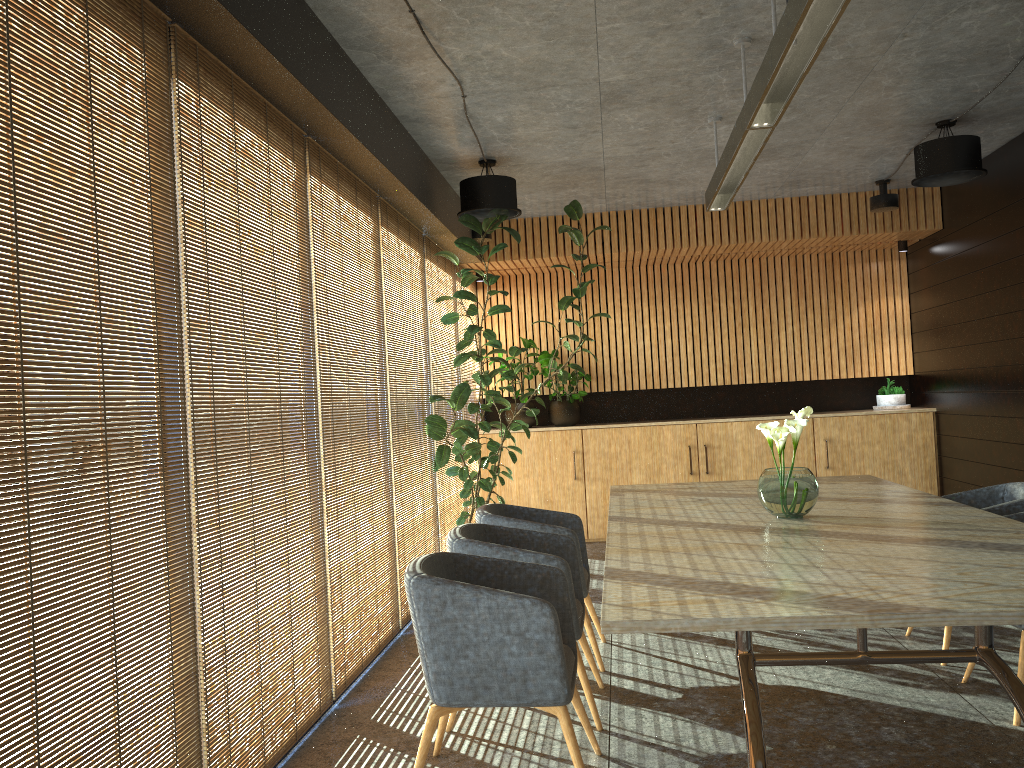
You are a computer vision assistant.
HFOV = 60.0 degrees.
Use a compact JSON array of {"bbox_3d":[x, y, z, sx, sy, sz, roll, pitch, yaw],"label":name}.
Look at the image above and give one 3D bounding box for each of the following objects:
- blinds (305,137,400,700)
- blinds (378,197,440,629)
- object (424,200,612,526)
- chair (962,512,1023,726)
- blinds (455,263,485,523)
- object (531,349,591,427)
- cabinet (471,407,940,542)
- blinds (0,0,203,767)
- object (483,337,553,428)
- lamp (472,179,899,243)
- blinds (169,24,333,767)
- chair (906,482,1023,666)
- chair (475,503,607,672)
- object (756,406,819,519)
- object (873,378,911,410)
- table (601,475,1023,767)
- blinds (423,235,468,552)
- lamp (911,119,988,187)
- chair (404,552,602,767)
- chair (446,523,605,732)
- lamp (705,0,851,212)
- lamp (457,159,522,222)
[{"bbox_3d":[-0.947,0.182,5.469,0.039,3.038,1.422,-3,-1,7],"label":"blinds"},{"bbox_3d":[-0.775,0.202,6.927,0.039,3.038,1.422,-3,-1,7],"label":"blinds"},{"bbox_3d":[-0.227,0.113,7.827,1.875,3.266,1.958,-2,-2,-45],"label":"object"},{"bbox_3d":[2.645,1.049,4.258,0.761,0.944,0.706,-3,-1,7],"label":"chair"},{"bbox_3d":[-0.427,0.244,9.868,0.039,3.038,1.422,-3,-1,7],"label":"blinds"},{"bbox_3d":[0.545,0.041,10.054,0.679,0.880,0.512,-3,-1,10],"label":"object"},{"bbox_3d":[2.064,1.034,9.963,4.954,1.272,1.006,-3,-1,7],"label":"cabinet"},{"bbox_3d":[-1.289,0.141,2.573,0.039,3.038,1.422,-3,-1,7],"label":"blinds"},{"bbox_3d":[0.033,-0.017,10.131,0.640,1.054,0.666,-2,-2,-42],"label":"object"},{"bbox_3d":[1.607,-1.703,8.706,4.179,0.294,0.257,-3,-1,7],"label":"lamp"},{"bbox_3d":[-1.027,0.122,1.416,1.388,3.075,6.486,-3,-1,-12],"label":"blinds"},{"bbox_3d":[2.750,1.061,5.152,0.761,0.944,0.706,-3,-1,7],"label":"chair"},{"bbox_3d":[0.171,1.207,5.455,0.761,0.944,0.706,-3,-1,7],"label":"chair"},{"bbox_3d":[1.372,0.391,4.440,0.295,0.546,0.322,-3,-1,17],"label":"object"},{"bbox_3d":[4.184,0.106,9.797,0.384,0.347,0.384,-4,-1,29],"label":"object"},{"bbox_3d":[1.413,1.126,4.403,1.816,0.927,3.932,-3,-1,7],"label":"table"},{"bbox_3d":[-0.599,0.223,8.410,0.039,3.038,1.422,-3,-1,7],"label":"blinds"},{"bbox_3d":[3.258,-1.747,6.642,0.513,0.497,0.513,-4,-1,36],"label":"lamp"},{"bbox_3d":[-0.040,1.182,3.668,0.761,0.944,0.706,-3,-1,7],"label":"chair"},{"bbox_3d":[0.066,1.194,4.561,0.761,0.944,0.706,-3,-1,7],"label":"chair"},{"bbox_3d":[1.238,-1.596,4.475,0.151,0.618,4.009,-3,-1,7],"label":"lamp"},{"bbox_3d":[-0.190,-1.553,7.047,0.513,0.497,0.513,-3,-1,-23],"label":"lamp"}]
